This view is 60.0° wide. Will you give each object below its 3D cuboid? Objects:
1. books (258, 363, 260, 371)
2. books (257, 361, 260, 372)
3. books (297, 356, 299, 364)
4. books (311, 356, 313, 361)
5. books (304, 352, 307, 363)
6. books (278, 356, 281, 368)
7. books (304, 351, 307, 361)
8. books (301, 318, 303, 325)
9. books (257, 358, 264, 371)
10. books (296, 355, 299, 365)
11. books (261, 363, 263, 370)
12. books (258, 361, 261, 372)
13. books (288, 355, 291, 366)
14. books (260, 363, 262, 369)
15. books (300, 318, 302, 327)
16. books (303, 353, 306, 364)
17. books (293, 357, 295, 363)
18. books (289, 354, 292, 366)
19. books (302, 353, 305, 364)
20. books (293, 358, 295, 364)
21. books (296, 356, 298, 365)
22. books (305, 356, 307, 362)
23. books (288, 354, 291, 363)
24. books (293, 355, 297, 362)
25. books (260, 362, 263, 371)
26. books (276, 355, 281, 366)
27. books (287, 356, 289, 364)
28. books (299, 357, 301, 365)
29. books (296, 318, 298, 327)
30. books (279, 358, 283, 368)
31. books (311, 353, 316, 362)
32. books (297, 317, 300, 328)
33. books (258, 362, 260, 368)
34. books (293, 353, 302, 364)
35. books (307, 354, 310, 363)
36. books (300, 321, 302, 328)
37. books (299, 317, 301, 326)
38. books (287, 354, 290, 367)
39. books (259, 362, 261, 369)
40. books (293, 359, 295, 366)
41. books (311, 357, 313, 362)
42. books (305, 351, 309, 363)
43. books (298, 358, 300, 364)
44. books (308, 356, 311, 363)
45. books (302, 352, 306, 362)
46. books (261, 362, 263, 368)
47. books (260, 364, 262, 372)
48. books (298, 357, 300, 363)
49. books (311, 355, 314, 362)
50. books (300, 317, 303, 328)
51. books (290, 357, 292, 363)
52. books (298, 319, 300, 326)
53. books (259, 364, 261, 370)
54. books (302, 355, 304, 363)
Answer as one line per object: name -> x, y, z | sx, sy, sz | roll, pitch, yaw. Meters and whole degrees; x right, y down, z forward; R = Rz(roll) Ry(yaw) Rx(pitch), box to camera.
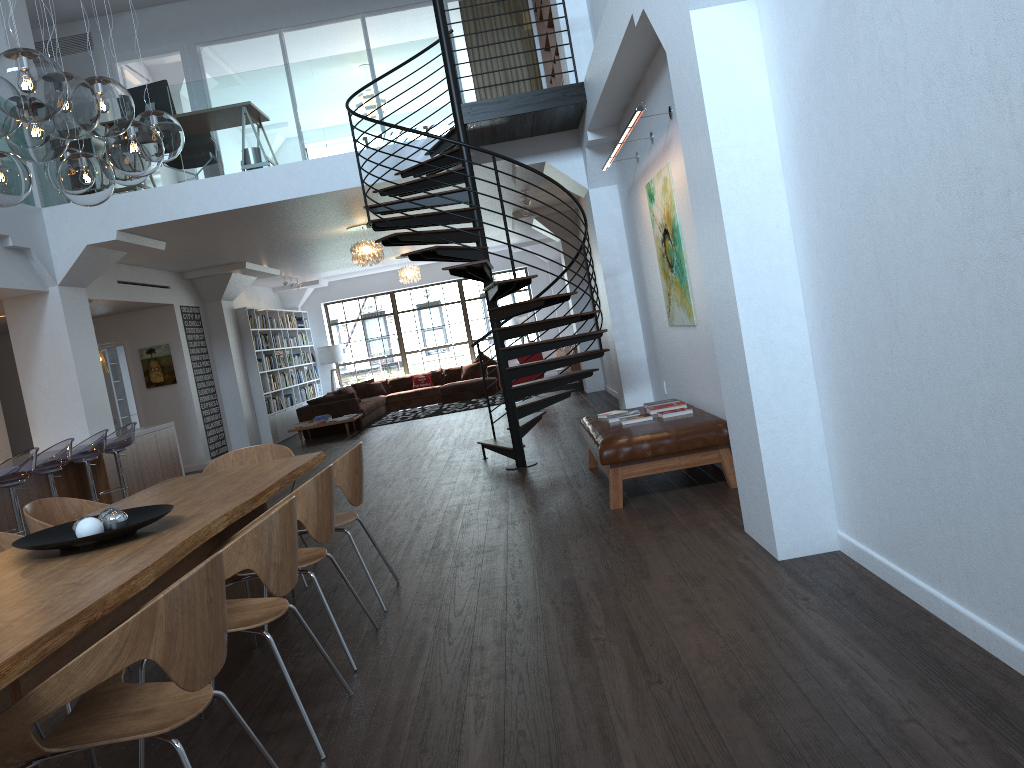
books -> -4.427, -0.285, 15.312 | 0.128, 0.178, 0.022 | -10, 4, 1
books -> -4.436, -0.293, 15.290 | 0.127, 0.200, 0.020 | -10, 4, 1
books -> -4.429, -0.467, 18.116 | 0.128, 0.178, 0.022 | -10, 4, 1
books -> -4.446, -0.566, 19.348 | 0.161, 0.218, 0.101 | -10, 4, 1
books -> -4.454, -0.541, 18.774 | 0.171, 0.246, 0.039 | -10, 4, 1
books -> -4.440, -0.394, 16.649 | 0.161, 0.223, 0.032 | -10, 4, 1
books -> -4.461, -0.551, 18.853 | 0.180, 0.259, 0.042 | -10, 4, 1
books -> -4.594, -1.301, 19.043 | 0.183, 0.253, 0.042 | -10, 4, 1
books -> -4.437, -0.325, 15.543 | 0.140, 0.231, 0.042 | -10, 4, 1
books -> -4.438, -0.476, 18.094 | 0.127, 0.200, 0.020 | -10, 4, 1
books -> -4.415, -0.290, 15.486 | 0.106, 0.162, 0.032 | -10, 4, 1
books -> -4.436, -0.289, 15.359 | 0.134, 0.184, 0.030 | -10, 4, 1
books -> -4.441, -0.443, 17.423 | 0.161, 0.223, 0.030 | -10, 4, 1
books -> -4.419, -0.282, 15.441 | 0.110, 0.153, 0.018 | -10, 4, 1
books -> -4.591, -1.296, 18.956 | 0.183, 0.253, 0.042 | -10, 4, 1
books -> -4.442, -0.524, 18.665 | 0.161, 0.223, 0.032 | -10, 4, 1
books -> -4.438, -0.449, 17.801 | 0.134, 0.184, 0.029 | -10, 4, 1
books -> -4.453, -0.459, 17.525 | 0.171, 0.246, 0.036 | -10, 4, 1
books -> -4.447, -0.527, 18.589 | 0.174, 0.240, 0.054 | -10, 4, 1
books -> -4.431, -0.445, 17.776 | 0.128, 0.178, 0.020 | -10, 4, 1
books -> -4.433, -0.467, 18.020 | 0.139, 0.191, 0.036 | -10, 4, 1
books -> -4.458, -0.545, 18.813 | 0.160, 0.251, 0.039 | -10, 4, 1
books -> -4.457, -0.455, 17.457 | 0.183, 0.253, 0.039 | -10, 4, 1
books -> -4.439, -0.471, 17.980 | 0.140, 0.206, 0.042 | -10, 4, 1
books -> -4.421, -0.289, 15.460 | 0.120, 0.167, 0.020 | -10, 4, 1
books -> -4.457, -0.408, 16.685 | 0.183, 0.253, 0.042 | -10, 4, 1
books -> -4.446, -0.435, 17.312 | 0.161, 0.223, 0.030 | -10, 4, 1
books -> -4.424, -0.472, 18.264 | 0.120, 0.167, 0.020 | -10, 4, 1
books -> -4.574, -1.259, 18.577 | 0.161, 0.223, 0.032 | -10, 4, 1
books -> -4.442, -0.394, 16.807 | 0.161, 0.207, 0.135 | -10, 4, 0
books -> -4.445, -0.574, 19.503 | 0.182, 0.215, 0.188 | -10, 4, 1
books -> -4.596, -1.281, 18.738 | 0.183, 0.253, 0.042 | -10, 4, 1
books -> -4.429, -0.286, 15.333 | 0.128, 0.178, 0.021 | -10, 4, 1
books -> -4.440, -0.508, 18.347 | 0.140, 0.231, 0.042 | -10, 4, 1
books -> -4.454, -0.551, 19.029 | 0.174, 0.236, 0.142 | -10, 4, 0
books -> -4.597, -1.292, 18.912 | 0.183, 0.253, 0.042 | -10, 4, 1
books -> -4.591, -1.290, 18.869 | 0.183, 0.253, 0.042 | -10, 4, 1
books -> -4.447, -0.452, 17.352 | 0.174, 0.251, 0.051 | -10, 4, 1
books -> -4.425, -0.288, 15.404 | 0.109, 0.171, 0.018 | -10, 4, 1
books -> -4.429, -0.444, 17.756 | 0.128, 0.178, 0.021 | -10, 4, 1
books -> -4.444, -0.566, 19.314 | 0.161, 0.222, 0.084 | -10, 4, 1
books -> -4.455, -0.555, 18.939 | 0.183, 0.253, 0.042 | -10, 4, 1
books -> -4.427, -0.471, 18.208 | 0.109, 0.171, 0.018 | -10, 4, 1
books -> -4.444, -0.542, 19.087 | 0.161, 0.207, 0.135 | -10, 4, 0
books -> -4.459, -0.539, 18.700 | 0.183, 0.253, 0.042 | -10, 4, 1
books -> -4.415, -0.294, 15.511 | 0.107, 0.167, 0.017 | -10, 4, 1
books -> -4.418, -0.281, 15.423 | 0.110, 0.153, 0.019 | -10, 4, 1
books -> -4.420, -0.464, 18.227 | 0.110, 0.153, 0.019 | -10, 4, 1
books -> -4.453, -0.563, 19.413 | 0.167, 0.210, 0.162 | -10, 4, 1
books -> -4.591, -1.299, 19.000 | 0.183, 0.253, 0.042 | -10, 4, 1
books -> -4.456, -0.463, 17.562 | 0.160, 0.251, 0.036 | -10, 4, 1
books -> -4.598, -1.283, 18.782 | 0.183, 0.253, 0.042 | -10, 4, 1
books -> -4.434, -0.288, 15.385 | 0.128, 0.178, 0.022 | -10, 4, 1
books -> -4.447, -0.515, 18.546 | 0.161, 0.223, 0.032 | -10, 4, 1
